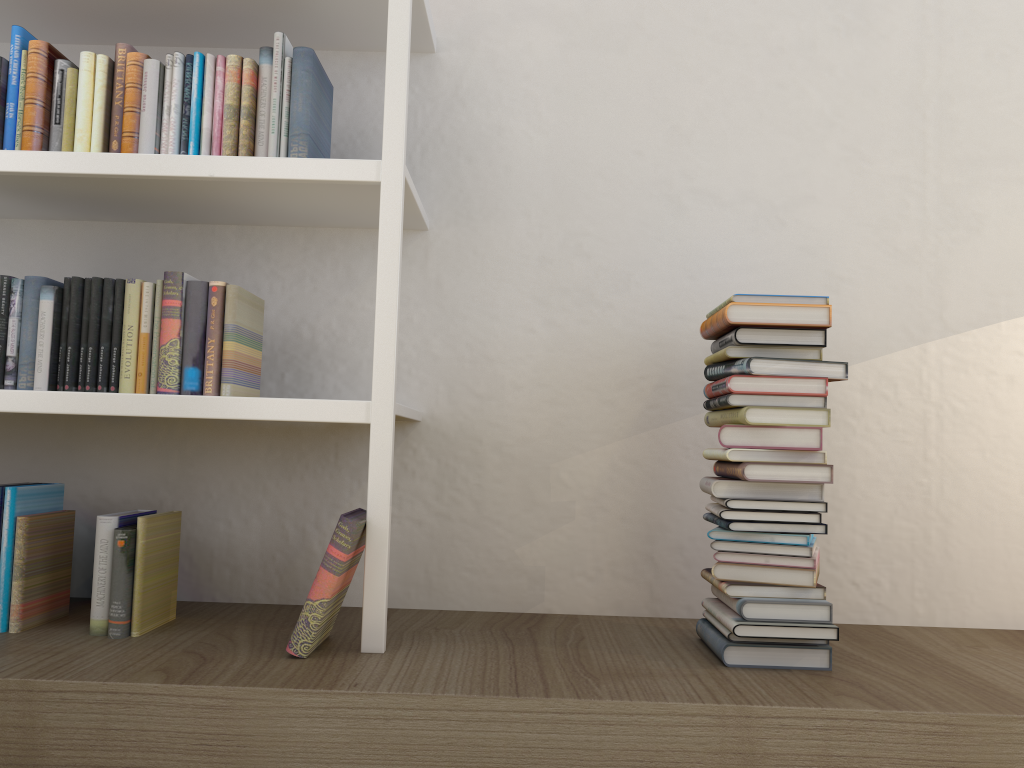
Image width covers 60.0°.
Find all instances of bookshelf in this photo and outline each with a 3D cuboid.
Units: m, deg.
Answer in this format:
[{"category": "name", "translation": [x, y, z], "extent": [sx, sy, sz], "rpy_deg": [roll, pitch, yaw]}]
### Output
[{"category": "bookshelf", "translation": [-1.010, -0.205, 1.931], "extent": [1.599, 1.396, 0.465], "rpy_deg": [2, -4, 1]}]

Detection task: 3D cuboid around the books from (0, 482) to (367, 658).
[{"category": "books", "translation": [-0.818, 0.351, 1.782], "extent": [1.125, 0.281, 0.274], "rpy_deg": [1, -4, 8]}]

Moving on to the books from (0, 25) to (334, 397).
[{"category": "books", "translation": [-0.825, -0.346, 1.850], "extent": [0.831, 0.743, 0.215], "rpy_deg": [2, -4, 1]}]

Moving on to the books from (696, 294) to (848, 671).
[{"category": "books", "translation": [0.516, 0.184, 1.771], "extent": [0.270, 0.694, 0.329], "rpy_deg": [2, -4, 1]}]
